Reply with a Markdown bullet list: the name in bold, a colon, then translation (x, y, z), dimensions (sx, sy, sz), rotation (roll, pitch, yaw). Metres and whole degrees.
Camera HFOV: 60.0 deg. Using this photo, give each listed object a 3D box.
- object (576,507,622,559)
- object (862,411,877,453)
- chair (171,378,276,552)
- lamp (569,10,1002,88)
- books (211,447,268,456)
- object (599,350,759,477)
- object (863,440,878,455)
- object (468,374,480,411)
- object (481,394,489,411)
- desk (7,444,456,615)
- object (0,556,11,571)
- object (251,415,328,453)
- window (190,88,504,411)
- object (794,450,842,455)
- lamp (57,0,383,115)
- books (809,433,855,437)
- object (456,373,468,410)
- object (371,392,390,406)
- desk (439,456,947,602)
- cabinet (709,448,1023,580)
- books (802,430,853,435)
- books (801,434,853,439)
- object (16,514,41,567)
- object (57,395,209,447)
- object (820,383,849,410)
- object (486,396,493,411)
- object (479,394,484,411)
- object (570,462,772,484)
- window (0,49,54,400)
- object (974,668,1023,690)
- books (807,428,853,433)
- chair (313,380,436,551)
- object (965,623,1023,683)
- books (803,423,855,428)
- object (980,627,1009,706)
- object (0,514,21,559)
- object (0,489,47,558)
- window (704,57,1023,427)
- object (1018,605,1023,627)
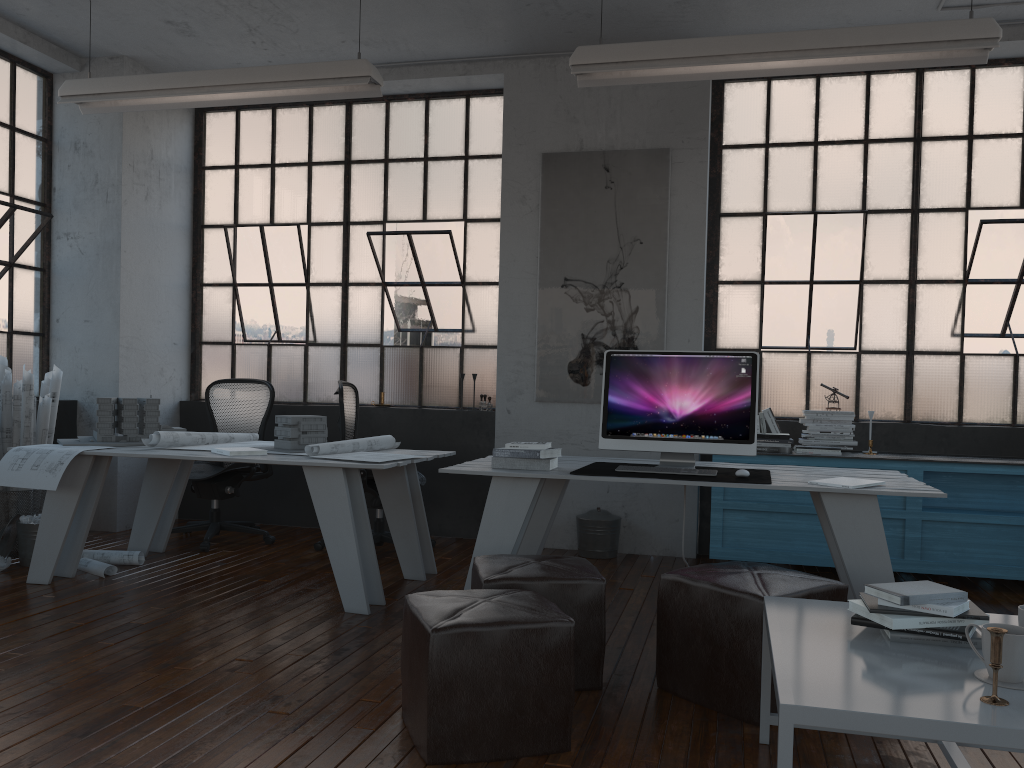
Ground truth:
- **object**: translation (0.554, 0.945, 5.689), dimensions (0.292, 0.308, 0.292), rotation (2, 1, 42)
- **object**: translation (2.212, 0.295, 5.470), dimensions (0.084, 0.257, 0.084), rotation (1, 1, -9)
- **chair**: translation (-1.921, 0.500, 5.853), dimensions (0.770, 1.086, 0.792), rotation (2, 1, 8)
- **lamp**: translation (1.203, -1.554, 4.083), dimensions (1.877, 0.205, 0.202), rotation (1, 0, 14)
- **books**: translation (-1.379, 0.341, 4.488), dimensions (0.200, 0.024, 0.235), rotation (2, 0, -40)
- **object**: translation (0.751, 0.120, 4.047), dimensions (0.714, 0.553, 0.377), rotation (2, 1, 16)
- **object**: translation (2.151, 0.379, 5.316), dimensions (0.088, 0.085, 0.088), rotation (2, 0, 19)
- **object**: translation (-0.267, 0.057, 6.257), dimensions (0.085, 0.260, 0.085), rotation (1, 1, -22)
- **object**: translation (-0.190, 0.130, 6.206), dimensions (0.058, 0.117, 0.032), rotation (2, 1, 28)
- **desk**: translation (-1.450, 0.697, 4.771), dimensions (2.056, 0.698, 1.064), rotation (1, 0, 14)
- **object**: translation (-2.784, 0.974, 4.784), dimensions (0.135, 0.084, 0.108), rotation (1, 0, 5)
- **object**: translation (-1.147, 0.264, 4.812), dimensions (0.416, 0.183, 0.389), rotation (1, 0, 44)
- **window**: translation (-1.233, -0.967, 6.585), dimensions (2.590, 2.392, 0.669), rotation (2, 1, 14)
- **object**: translation (1.818, 0.405, 5.276), dimensions (0.253, 0.014, 0.187), rotation (1, 0, 14)
- **lamp**: translation (-1.594, -1.845, 4.780), dimensions (1.877, 0.629, 0.202), rotation (1, 1, 14)
- **books**: translation (1.964, 0.310, 5.459), dimensions (0.256, 0.013, 0.161), rotation (1, 0, 14)
- **object**: translation (-0.354, 0.055, 6.295), dimensions (0.085, 0.260, 0.085), rotation (1, 1, -22)
- **object**: translation (-0.940, 0.110, 6.431), dimensions (0.124, 0.100, 0.124), rotation (2, 0, 37)
- **desk**: translation (0.800, 0.754, 4.209), dimensions (2.076, 0.705, 1.075), rotation (1, 0, 14)
- **cabinet**: translation (2.321, 0.790, 5.252), dimensions (2.262, 0.733, 0.626), rotation (1, 1, 14)
- **books**: translation (1.945, 0.298, 5.473), dimensions (0.285, 0.012, 0.159), rotation (1, 0, 14)
- **books**: translation (1.946, 0.325, 5.489), dimensions (0.288, 0.016, 0.182), rotation (1, 0, 14)
- **object**: translation (-2.649, 0.868, 5.030), dimensions (0.290, 0.294, 0.290), rotation (1, 1, -35)
- **object**: translation (-2.133, 0.184, 4.993), dimensions (0.736, 0.306, 0.433), rotation (1, 0, -31)
- **object**: translation (1.977, 0.076, 5.431), dimensions (0.092, 0.161, 0.177), rotation (1, 0, -18)
- **object**: translation (-0.159, 0.139, 6.275), dimensions (0.032, 0.102, 0.058), rotation (0, 1, -41)
- **object**: translation (-0.216, 0.130, 6.271), dimensions (0.032, 0.117, 0.058), rotation (1, 1, -25)
- **object**: translation (0.741, 0.403, 4.051), dimensions (0.848, 0.008, 0.687), rotation (1, 0, 16)
- **window**: translation (-3.559, -1.034, 5.013), dimensions (0.669, 2.392, 2.590), rotation (2, 0, 14)
- **object**: translation (1.093, 0.648, 1.949), dimensions (0.137, 0.003, 0.137), rotation (1, 0, 35)
- **books**: translation (1.954, 0.286, 5.464), dimensions (0.254, 0.012, 0.161), rotation (1, 0, 14)
- **chair**: translation (-0.846, 0.527, 5.653), dimensions (0.792, 1.086, 0.770), rotation (1, 1, -17)
- **object**: translation (1.075, 0.593, 1.956), dimensions (0.129, 0.109, 0.101), rotation (2, 1, 23)
- **books**: translation (1.959, 0.254, 5.485), dimensions (0.288, 0.016, 0.182), rotation (1, 0, 14)
- **object**: translation (0.985, 0.573, 1.805), dimensions (0.052, 0.148, 0.052), rotation (1, 1, -35)
- **object**: translation (-2.843, 0.874, 4.986), dimensions (0.107, 0.281, 0.293), rotation (1, 1, -12)
- **object**: translation (-2.960, 0.813, 5.270), dimensions (0.354, 0.398, 0.354), rotation (2, 1, 21)
- **window**: translation (2.556, -0.876, 5.637), dimensions (2.590, 2.392, 0.669), rotation (2, 1, 14)
- **object**: translation (1.291, 0.600, 2.136), dimensions (0.129, 0.109, 0.101), rotation (2, 1, 23)
